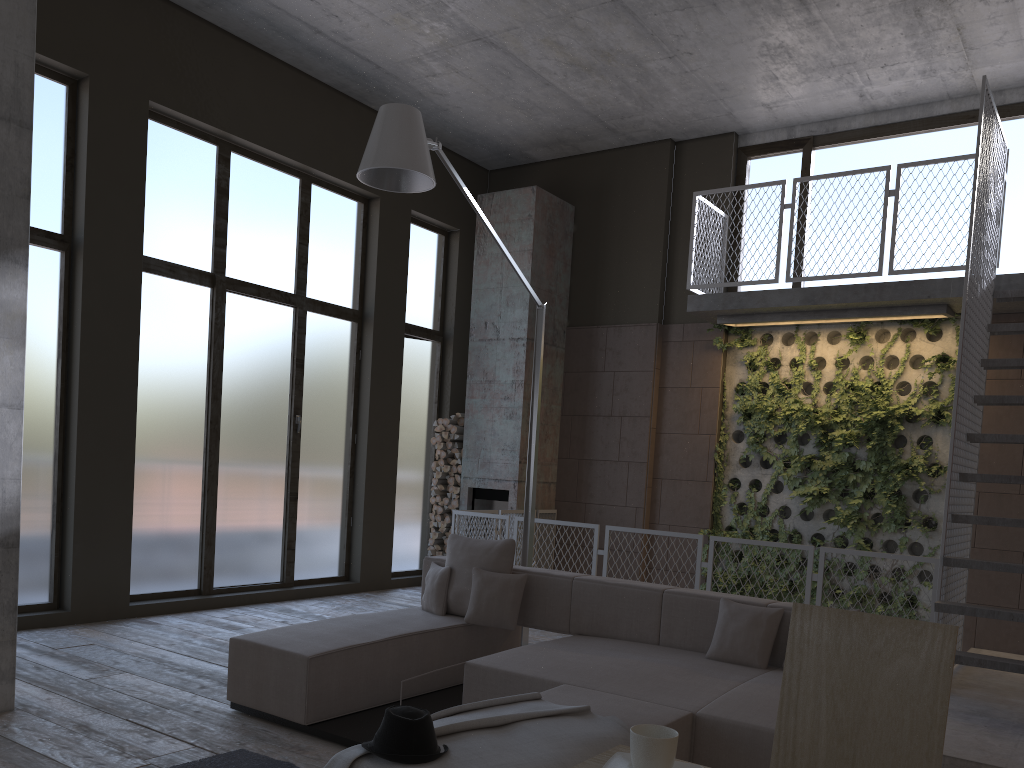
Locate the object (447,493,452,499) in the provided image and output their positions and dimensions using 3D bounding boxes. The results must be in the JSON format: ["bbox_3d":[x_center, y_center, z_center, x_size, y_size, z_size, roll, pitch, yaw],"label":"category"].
[{"bbox_3d":[-0.616,1.333,10.439,0.067,0.067,0.425,3,-5,36],"label":"object"}]

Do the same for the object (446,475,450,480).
[{"bbox_3d":[-0.651,1.116,10.448,0.064,0.074,0.361,3,-4,37],"label":"object"}]

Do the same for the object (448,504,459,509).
[{"bbox_3d":[-0.599,1.456,10.410,0.121,0.068,0.365,1,-6,36],"label":"object"}]

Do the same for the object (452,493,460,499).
[{"bbox_3d":[-0.549,1.330,10.393,0.067,0.067,0.425,3,-5,36],"label":"object"}]

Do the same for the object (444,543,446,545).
[{"bbox_3d":[-0.693,1.904,10.580,0.103,0.102,0.293,3,-4,36],"label":"object"}]

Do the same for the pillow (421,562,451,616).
[{"bbox_3d":[-0.515,1.409,5.984,0.151,0.377,0.368,3,-1,-22],"label":"pillow"}]

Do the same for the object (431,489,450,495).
[{"bbox_3d":[-0.799,1.296,10.460,0.071,0.073,0.425,3,-5,36],"label":"object"}]

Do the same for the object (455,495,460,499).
[{"bbox_3d":[-0.570,1.323,10.277,0.062,0.048,0.252,2,-5,34],"label":"object"}]

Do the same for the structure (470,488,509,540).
[{"bbox_3d":[-0.230,1.661,10.030,0.573,0.931,0.056,4,3,35],"label":"structure"}]

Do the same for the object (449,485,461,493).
[{"bbox_3d":[-0.577,1.253,10.419,0.092,0.093,0.440,3,-5,36],"label":"object"}]

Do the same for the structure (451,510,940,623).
[{"bbox_3d":[1.740,1.824,8.270,4.412,0.936,1.937,0,-5,35],"label":"structure"}]

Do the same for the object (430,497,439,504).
[{"bbox_3d":[-0.815,1.408,10.594,0.091,0.092,0.440,3,-5,36],"label":"object"}]

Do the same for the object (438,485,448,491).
[{"bbox_3d":[-0.714,1.253,10.534,0.114,0.079,0.437,2,-5,36],"label":"object"}]

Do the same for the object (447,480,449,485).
[{"bbox_3d":[-0.649,1.187,10.542,0.103,0.102,0.293,3,-4,36],"label":"object"}]

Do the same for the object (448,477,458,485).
[{"bbox_3d":[-0.632,1.145,10.366,0.098,0.107,0.296,3,-4,34],"label":"object"}]

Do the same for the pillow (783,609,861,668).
[{"bbox_3d":[1.609,1.339,4.590,0.360,0.367,0.188,3,0,40],"label":"pillow"}]

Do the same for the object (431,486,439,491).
[{"bbox_3d":[-0.817,1.264,10.560,0.121,0.068,0.365,1,-6,34],"label":"object"}]

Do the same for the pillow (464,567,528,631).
[{"bbox_3d":[-0.102,1.374,5.609,0.376,0.374,0.169,3,2,8],"label":"pillow"}]

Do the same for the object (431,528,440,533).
[{"bbox_3d":[-0.840,1.793,10.640,0.070,0.118,0.366,4,-4,35],"label":"object"}]

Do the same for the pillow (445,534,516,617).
[{"bbox_3d":[-0.248,1.283,5.836,0.561,0.559,0.221,3,1,37],"label":"pillow"}]

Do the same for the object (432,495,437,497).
[{"bbox_3d":[-0.803,1.339,10.565,0.066,0.085,0.427,3,-4,38],"label":"object"}]

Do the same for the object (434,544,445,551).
[{"bbox_3d":[-0.759,1.970,10.572,0.114,0.079,0.437,2,-5,36],"label":"object"}]

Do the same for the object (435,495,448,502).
[{"bbox_3d":[-0.739,1.379,10.547,0.090,0.089,0.458,3,-5,36],"label":"object"}]

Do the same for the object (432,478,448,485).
[{"bbox_3d":[-0.772,1.176,10.525,0.090,0.089,0.458,3,-5,37],"label":"object"}]

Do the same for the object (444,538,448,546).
[{"bbox_3d":[-0.676,1.863,10.404,0.098,0.107,0.296,3,-4,34],"label":"object"}]

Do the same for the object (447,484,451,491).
[{"bbox_3d":[-0.624,1.241,10.484,0.101,0.087,0.365,2,-5,36],"label":"object"}]

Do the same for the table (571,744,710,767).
[{"bbox_3d":[2.043,1.132,0.021,5.169,0.925,1.016,0,-3,35],"label":"table"}]

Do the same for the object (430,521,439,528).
[{"bbox_3d":[-0.830,1.691,10.619,0.079,0.107,0.439,4,-4,35],"label":"object"}]

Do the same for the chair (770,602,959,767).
[{"bbox_3d":[0.532,1.061,1.679,0.347,1.198,0.724,5,2,39],"label":"chair"}]

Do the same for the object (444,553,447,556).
[{"bbox_3d":[-0.660,2.050,10.478,0.067,0.067,0.425,3,-5,36],"label":"object"}]

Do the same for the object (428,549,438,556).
[{"bbox_3d":[-0.843,2.013,10.498,0.071,0.073,0.425,3,-5,36],"label":"object"}]

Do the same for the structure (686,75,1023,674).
[{"bbox_3d":[2.944,0.247,7.316,3.667,4.328,3.046,3,0,35],"label":"structure"}]

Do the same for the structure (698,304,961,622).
[{"bbox_3d":[3.065,0.950,8.600,2.614,3.833,1.006,4,2,35],"label":"structure"}]

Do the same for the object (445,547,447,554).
[{"bbox_3d":[-0.621,1.970,10.458,0.092,0.093,0.440,3,-5,36],"label":"object"}]

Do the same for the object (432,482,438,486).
[{"bbox_3d":[-0.805,1.199,10.584,0.067,0.071,0.425,3,-5,36],"label":"object"}]

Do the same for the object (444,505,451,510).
[{"bbox_3d":[-0.681,1.470,10.472,0.064,0.074,0.361,3,-5,33],"label":"object"}]

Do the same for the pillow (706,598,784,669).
[{"bbox_3d":[1.273,1.374,4.799,0.369,0.360,0.187,3,0,34],"label":"pillow"}]

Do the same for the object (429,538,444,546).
[{"bbox_3d":[-0.816,1.893,10.563,0.090,0.089,0.458,3,-5,37],"label":"object"}]

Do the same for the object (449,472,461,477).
[{"bbox_3d":[-0.614,1.073,10.390,0.088,0.057,0.334,1,-6,36],"label":"object"}]

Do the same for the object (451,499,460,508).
[{"bbox_3d":[-0.581,1.399,10.286,0.100,0.103,0.294,3,-4,34],"label":"object"}]

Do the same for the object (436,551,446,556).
[{"bbox_3d":[-0.722,2.040,10.519,0.093,0.084,0.482,2,-5,36],"label":"object"}]
